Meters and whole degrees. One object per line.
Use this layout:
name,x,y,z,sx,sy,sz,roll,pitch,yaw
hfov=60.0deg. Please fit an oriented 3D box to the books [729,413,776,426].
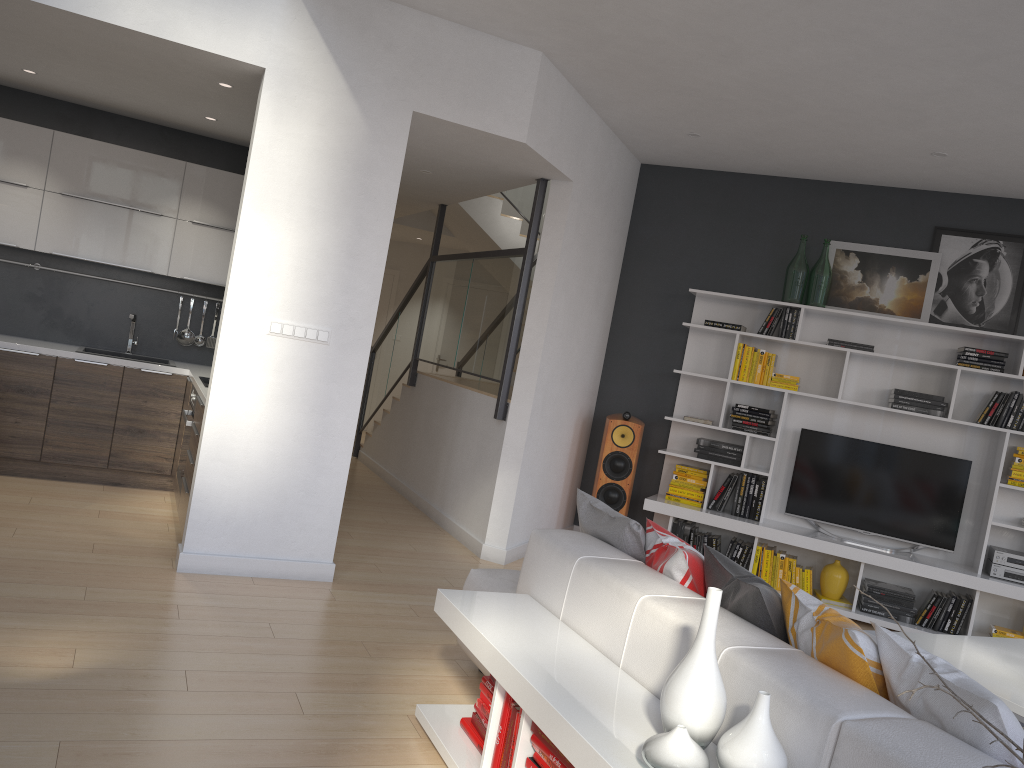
books,1.740,0.256,6.410,0.284,0.030,0.214,12,2,30

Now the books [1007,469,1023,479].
books,3.376,0.604,5.772,0.243,0.042,0.189,11,2,22

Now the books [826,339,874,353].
books,2.355,-0.261,6.190,0.310,0.047,0.250,11,2,17

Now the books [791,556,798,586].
books,1.965,1.325,6.174,0.056,0.235,0.172,11,2,21

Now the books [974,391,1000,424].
books,3.132,0.157,5.853,0.104,0.234,0.182,11,2,22

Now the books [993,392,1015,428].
books,3.216,0.172,5.796,0.069,0.242,0.172,11,2,22

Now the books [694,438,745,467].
books,1.530,0.498,6.512,0.343,0.137,0.277,11,2,22

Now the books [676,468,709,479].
books,1.351,0.659,6.579,0.234,0.024,0.171,11,2,26

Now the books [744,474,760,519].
books,1.733,0.807,6.405,0.034,0.315,0.239,11,2,22

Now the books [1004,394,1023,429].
books,3.269,0.181,5.797,0.068,0.243,0.179,11,2,20

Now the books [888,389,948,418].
books,2.759,0.130,6.037,0.343,0.137,0.277,11,2,17

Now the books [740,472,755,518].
books,1.706,0.796,6.416,0.026,0.326,0.237,11,2,22

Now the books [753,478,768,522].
books,1.796,0.829,6.374,0.051,0.297,0.230,11,2,22

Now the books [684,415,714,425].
books,1.381,0.268,6.544,0.209,0.030,0.266,11,2,15

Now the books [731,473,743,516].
books,1.642,0.798,6.432,0.028,0.301,0.213,11,2,22

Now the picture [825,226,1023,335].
picture,2.847,-0.754,6.159,1.279,0.707,0.076,11,2,22

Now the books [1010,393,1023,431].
books,3.305,0.184,5.787,0.084,0.249,0.191,11,2,22

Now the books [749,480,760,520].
books,1.757,0.832,6.388,0.028,0.272,0.200,11,2,22

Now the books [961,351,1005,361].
books,3.120,-0.180,5.886,0.246,0.026,0.180,11,2,24

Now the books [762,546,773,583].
books,1.799,1.281,6.235,0.066,0.258,0.198,11,2,22

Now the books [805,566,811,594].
books,2.041,1.363,6.113,0.067,0.193,0.148,11,2,22

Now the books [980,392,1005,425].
books,3.165,0.165,5.845,0.096,0.234,0.187,11,2,22

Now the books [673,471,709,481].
books,1.340,0.682,6.586,0.238,0.023,0.167,12,3,37

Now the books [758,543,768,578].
books,1.765,1.268,6.243,0.048,0.271,0.213,11,2,21

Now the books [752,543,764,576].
books,1.723,1.260,6.238,0.029,0.270,0.204,11,2,22

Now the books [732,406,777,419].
books,1.761,0.207,6.429,0.284,0.030,0.214,12,2,30

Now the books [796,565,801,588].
books,1.982,1.354,6.141,0.056,0.188,0.138,11,2,22

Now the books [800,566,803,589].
books,1.999,1.358,6.126,0.046,0.187,0.134,11,2,21

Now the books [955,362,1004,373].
books,3.103,-0.103,5.894,0.284,0.030,0.214,11,2,25

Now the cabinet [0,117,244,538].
cabinet,-3.461,-0.692,4.743,4.694,2.501,2.402,10,2,-23

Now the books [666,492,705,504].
books,1.300,0.838,6.578,0.269,0.025,0.213,11,2,25

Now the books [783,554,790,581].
books,1.905,1.312,6.167,0.043,0.240,0.169,11,2,20

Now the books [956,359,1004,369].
books,3.107,-0.128,5.897,0.264,0.020,0.189,11,2,20

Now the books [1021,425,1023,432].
books,3.345,0.198,5.741,0.069,0.242,0.172,11,2,22

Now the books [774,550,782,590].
books,1.857,1.296,6.196,0.041,0.252,0.180,11,2,22

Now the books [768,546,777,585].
books,1.827,1.283,6.223,0.038,0.267,0.202,11,2,22

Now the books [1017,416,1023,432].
books,3.338,0.185,5.775,0.066,0.260,0.197,11,2,22

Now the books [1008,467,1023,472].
books,3.384,0.576,5.785,0.251,0.014,0.189,11,2,25

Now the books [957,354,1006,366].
books,3.122,-0.152,5.913,0.284,0.030,0.214,11,2,25

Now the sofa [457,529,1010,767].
sofa,1.619,1.214,2.839,2.614,0.732,3.424,10,2,-24

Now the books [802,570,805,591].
books,2.010,1.371,6.108,0.049,0.169,0.113,11,2,20

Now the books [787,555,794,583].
books,1.933,1.319,6.177,0.043,0.235,0.171,11,2,20

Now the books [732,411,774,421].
books,1.745,0.231,6.413,0.264,0.020,0.189,11,2,25

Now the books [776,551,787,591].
books,1.884,1.301,6.197,0.055,0.252,0.185,11,2,20

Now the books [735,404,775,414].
books,1.757,0.179,6.402,0.246,0.026,0.180,12,2,29

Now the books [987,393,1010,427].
books,3.188,0.169,5.821,0.081,0.233,0.169,11,2,21

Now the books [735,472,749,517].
books,1.674,0.796,6.425,0.034,0.314,0.237,11,2,22

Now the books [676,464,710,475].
books,1.355,0.634,6.603,0.234,0.024,0.171,11,2,26

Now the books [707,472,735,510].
books,1.540,0.783,6.490,0.142,0.284,0.232,11,2,21

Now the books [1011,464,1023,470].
books,3.371,0.557,5.769,0.217,0.023,0.145,11,2,26

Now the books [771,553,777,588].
books,1.834,1.305,6.200,0.042,0.230,0.156,11,2,20

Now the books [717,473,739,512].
books,1.581,0.789,6.455,0.100,0.289,0.210,11,2,21

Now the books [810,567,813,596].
books,2.066,1.367,6.112,0.046,0.193,0.149,11,2,22

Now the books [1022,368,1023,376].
books,3.329,-0.156,5.741,0.041,0.229,0.161,11,2,20

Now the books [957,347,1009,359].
books,3.127,-0.206,5.897,0.266,0.030,0.209,11,2,15

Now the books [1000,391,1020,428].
books,3.248,0.170,5.812,0.075,0.254,0.192,11,2,21

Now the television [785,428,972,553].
television,2.505,0.760,6.135,1.102,0.704,0.207,11,2,22
